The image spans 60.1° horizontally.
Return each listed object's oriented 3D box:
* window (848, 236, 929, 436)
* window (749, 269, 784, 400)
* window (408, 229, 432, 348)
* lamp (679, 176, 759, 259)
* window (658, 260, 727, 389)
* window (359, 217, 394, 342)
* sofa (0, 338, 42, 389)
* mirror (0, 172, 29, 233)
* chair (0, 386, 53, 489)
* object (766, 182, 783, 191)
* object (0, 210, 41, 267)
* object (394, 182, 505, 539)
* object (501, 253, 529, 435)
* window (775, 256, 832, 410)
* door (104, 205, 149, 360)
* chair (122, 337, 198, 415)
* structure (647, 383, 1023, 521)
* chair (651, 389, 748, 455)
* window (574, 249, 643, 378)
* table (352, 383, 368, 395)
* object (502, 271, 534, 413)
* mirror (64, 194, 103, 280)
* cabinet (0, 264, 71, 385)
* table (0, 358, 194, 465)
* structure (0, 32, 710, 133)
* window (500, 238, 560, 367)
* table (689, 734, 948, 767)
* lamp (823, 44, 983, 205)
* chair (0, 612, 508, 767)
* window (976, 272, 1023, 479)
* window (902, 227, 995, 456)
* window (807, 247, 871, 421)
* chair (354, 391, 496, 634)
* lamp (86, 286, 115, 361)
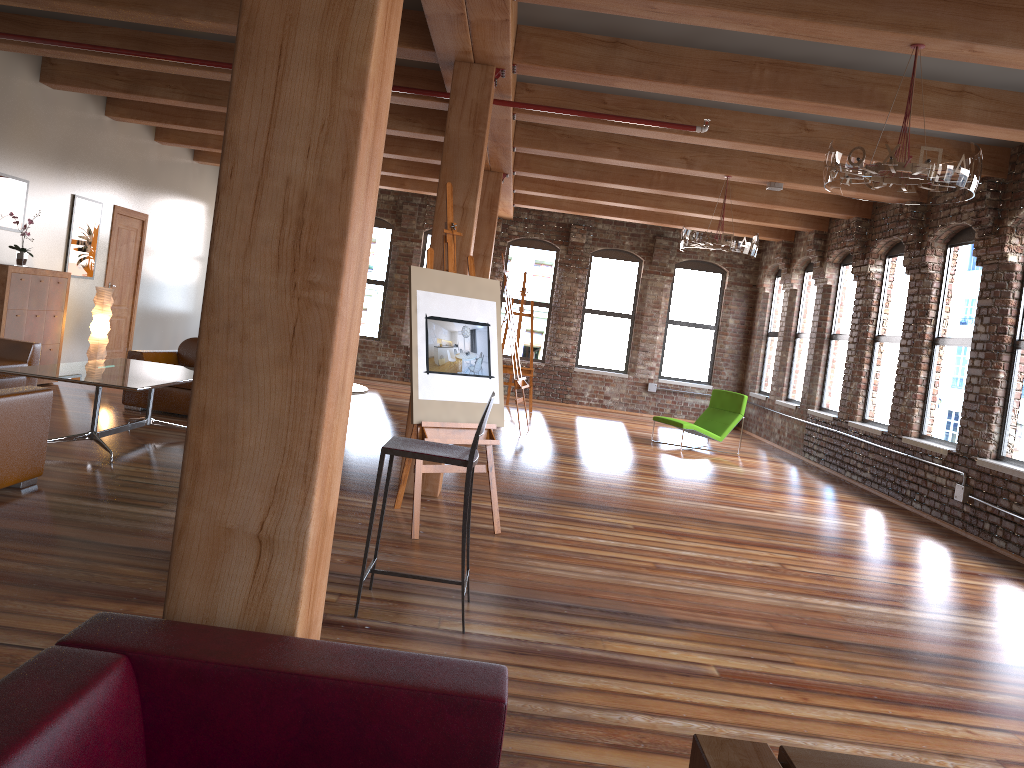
[{"bbox_3d":[4.273,-0.553,10.083,0.230,2.213,0.969,8,2,0],"label":"window"},{"bbox_3d":[4.281,-0.852,14.508,0.232,2.213,0.969,8,2,0],"label":"window"},{"bbox_3d":[-1.200,-1.658,15.608,0.968,2.225,0.221,8,1,0],"label":"window"},{"bbox_3d":[2.203,-1.769,9.265,0.812,0.814,0.808,9,3,36],"label":"lamp"},{"bbox_3d":[3.185,-1.073,15.614,0.968,2.216,0.219,8,1,0],"label":"window"},{"bbox_3d":[-2.653,-1.887,15.673,0.968,2.167,0.086,8,1,0],"label":"window"},{"bbox_3d":[-4.687,-0.152,6.768,0.951,0.734,2.417,8,4,0],"label":"sofa"},{"bbox_3d":[-5.057,-1.815,8.855,0.025,0.547,0.695,8,3,0],"label":"mirror"},{"bbox_3d":[-3.230,0.179,4.778,1.064,0.734,0.832,8,3,0],"label":"chair"},{"bbox_3d":[2.758,-2.078,9.295,0.145,0.072,0.148,8,3,0],"label":"object"},{"bbox_3d":[-4.905,-1.471,8.842,0.370,0.588,0.298,7,2,-6],"label":"object"},{"bbox_3d":[-0.380,-0.196,5.517,0.700,2.138,0.687,6,2,-40],"label":"object"},{"bbox_3d":[-0.032,-0.511,10.836,0.685,2.138,0.662,8,1,10],"label":"object"},{"bbox_3d":[4.279,-0.751,13.014,0.231,2.213,0.969,8,2,0],"label":"window"},{"bbox_3d":[-5.235,-1.262,11.730,0.226,2.118,1.031,8,2,0],"label":"door"},{"bbox_3d":[-3.090,-0.071,8.735,1.065,0.734,0.831,8,3,10],"label":"chair"},{"bbox_3d":[3.958,0.802,8.840,1.632,0.313,13.742,7,4,-7],"label":"structure"},{"bbox_3d":[2.434,0.450,11.568,0.954,0.795,0.683,6,3,-25],"label":"chair"},{"bbox_3d":[1.712,-1.271,15.612,0.968,2.216,0.219,8,1,0],"label":"window"},{"bbox_3d":[-1.065,0.437,3.959,0.723,0.923,0.721,9,2,24],"label":"table"},{"bbox_3d":[0.092,-0.688,13.688,0.661,2.138,0.686,8,1,-5],"label":"object"},{"bbox_3d":[-5.081,-1.727,10.516,0.025,0.951,0.695,8,2,0],"label":"mirror"},{"bbox_3d":[-5.020,-0.586,8.970,0.418,1.208,1.188,8,3,0],"label":"cabinet"},{"bbox_3d":[-2.921,0.179,6.671,0.939,0.559,1.874,8,4,0],"label":"table"},{"bbox_3d":[-1.796,-2.509,7.070,6.807,0.112,0.051,8,2,0],"label":"structure"},{"bbox_3d":[0.253,-1.462,15.609,0.968,2.225,0.221,8,1,0],"label":"window"},{"bbox_3d":[1.185,1.102,1.295,1.750,0.549,0.902,8,3,0],"label":"table"},{"bbox_3d":[2.195,-1.475,4.917,0.812,0.814,0.807,10,3,42],"label":"lamp"},{"bbox_3d":[-0.472,0.854,1.312,0.865,0.592,1.073,8,3,0],"label":"chair"},{"bbox_3d":[4.269,-0.354,7.149,0.232,2.213,0.969,8,2,0],"label":"window"},{"bbox_3d":[4.273,-0.453,8.616,0.236,2.213,0.969,8,2,0],"label":"window"},{"bbox_3d":[4.277,-0.652,11.546,0.233,2.213,0.969,8,2,0],"label":"window"},{"bbox_3d":[-0.360,0.503,3.870,0.466,0.980,0.430,8,2,0],"label":"chair"},{"bbox_3d":[-4.618,-0.546,9.941,0.262,1.113,0.270,9,2,45],"label":"lamp"}]
